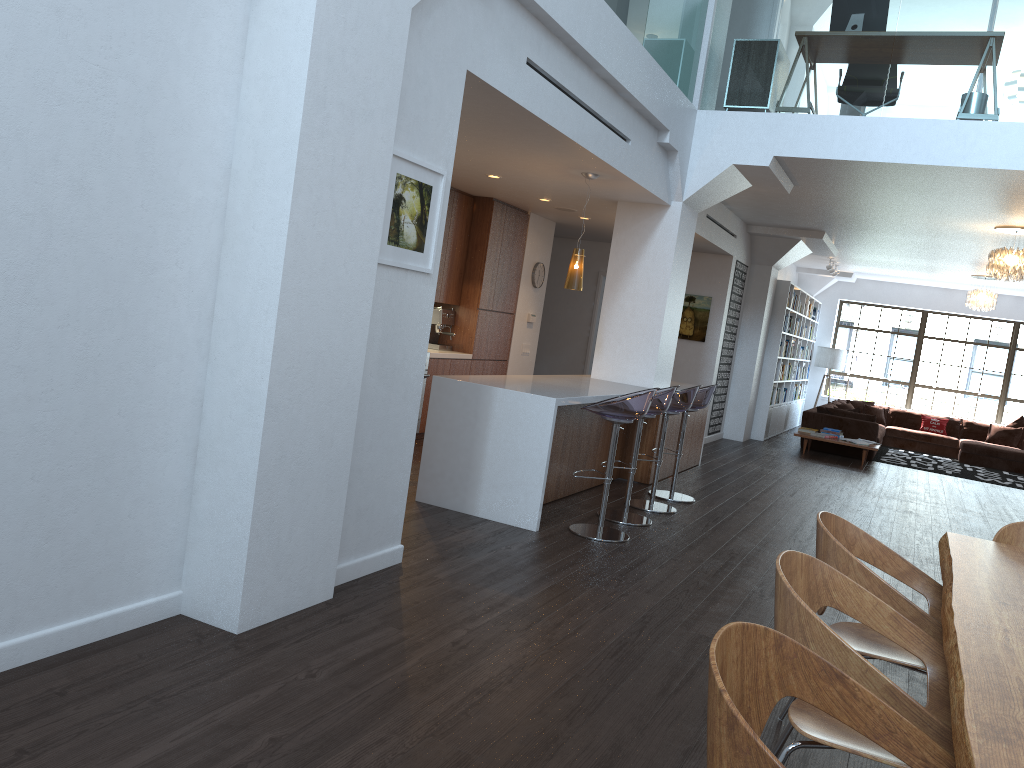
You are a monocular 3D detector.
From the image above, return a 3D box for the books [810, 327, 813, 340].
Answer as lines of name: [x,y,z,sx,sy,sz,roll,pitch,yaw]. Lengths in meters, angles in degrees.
books: [5.566,-0.967,16.757,0.183,0.253,0.034,10,5,24]

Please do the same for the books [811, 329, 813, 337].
books: [5.604,-0.951,16.821,0.161,0.223,0.026,10,5,24]

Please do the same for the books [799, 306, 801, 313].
books: [4.779,-1.272,14.899,0.128,0.178,0.022,10,5,24]

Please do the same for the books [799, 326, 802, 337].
books: [4.928,-0.918,15.366,0.139,0.191,0.036,10,5,24]

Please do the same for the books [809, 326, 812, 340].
books: [5.502,-0.962,16.587,0.183,0.253,0.034,10,5,24]

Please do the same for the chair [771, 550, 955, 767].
chair: [0.891,0.900,2.219,0.618,0.833,0.629,10,5,24]

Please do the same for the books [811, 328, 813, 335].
books: [5.581,-0.960,16.793,0.174,0.240,0.045,10,5,24]

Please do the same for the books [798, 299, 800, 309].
books: [4.680,-1.297,14.687,0.140,0.231,0.042,10,5,24]

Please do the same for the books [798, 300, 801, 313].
books: [4.696,-1.296,14.734,0.158,0.226,0.052,10,5,24]

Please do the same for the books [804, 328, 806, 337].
books: [5.223,-0.929,16.013,0.136,0.196,0.045,10,5,24]

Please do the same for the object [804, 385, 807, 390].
object: [5.523,0.043,17.181,0.316,0.088,0.410,10,5,24]

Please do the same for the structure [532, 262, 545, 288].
structure: [0.311,-1.279,10.436,0.040,0.300,0.300,10,5,24]

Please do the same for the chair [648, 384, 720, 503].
chair: [1.432,0.461,7.513,0.481,1.014,0.530,11,5,26]

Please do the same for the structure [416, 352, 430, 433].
structure: [-1.263,0.100,8.290,0.662,0.919,0.811,10,5,24]

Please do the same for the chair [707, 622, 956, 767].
chair: [0.571,0.908,1.526,0.618,0.833,0.629,10,5,24]

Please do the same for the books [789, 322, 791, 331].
books: [4.332,-0.919,14.073,0.161,0.223,0.032,10,5,24]

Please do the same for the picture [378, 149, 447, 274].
picture: [-0.466,-0.787,4.120,0.018,0.500,0.500,10,5,24]

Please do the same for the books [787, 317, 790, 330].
books: [4.241,-0.937,13.906,0.180,0.259,0.042,10,5,24]

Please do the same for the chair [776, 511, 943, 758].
chair: [1.235,0.895,2.920,0.618,0.833,0.629,10,5,22]

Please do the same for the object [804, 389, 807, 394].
object: [5.517,0.131,17.185,0.331,0.088,0.410,10,5,24]

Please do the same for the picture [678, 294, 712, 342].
picture: [2.384,-0.884,11.777,0.450,0.600,0.030,10,5,24]

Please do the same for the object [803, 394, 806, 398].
object: [5.504,0.217,17.191,0.331,0.088,0.410,10,5,24]

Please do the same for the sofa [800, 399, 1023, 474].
sofa: [6.690,0.872,14.311,3.481,0.664,4.197,10,5,24]

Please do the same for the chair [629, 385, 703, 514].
chair: [1.167,0.468,6.941,0.481,1.014,0.530,10,5,22]

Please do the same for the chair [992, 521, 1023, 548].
chair: [2.091,0.986,3.353,0.629,0.833,0.618,10,5,19]

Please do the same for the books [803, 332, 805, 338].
books: [5.193,-0.919,15.943,0.128,0.178,0.021,10,5,24]

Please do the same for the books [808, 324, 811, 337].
books: [5.399,-0.979,16.372,0.176,0.290,0.053,10,5,24]

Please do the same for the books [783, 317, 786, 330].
books: [4.041,-0.916,13.427,0.172,0.235,0.112,10,5,24]

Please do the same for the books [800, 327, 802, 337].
books: [4.957,-0.923,15.418,0.146,0.202,0.027,10,5,24]

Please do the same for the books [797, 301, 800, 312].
books: [4.646,-1.281,14.610,0.146,0.202,0.027,10,5,24]

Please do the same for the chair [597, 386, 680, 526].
chair: [0.885,0.472,6.369,0.481,1.014,0.530,10,5,22]

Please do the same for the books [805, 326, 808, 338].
books: [5.275,-0.946,16.131,0.158,0.226,0.052,10,5,24]

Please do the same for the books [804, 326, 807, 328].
books: [5.258,-0.948,16.086,0.140,0.231,0.042,10,5,24]

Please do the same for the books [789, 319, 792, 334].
books: [4.361,-0.928,14.143,0.174,0.240,0.054,10,5,24]

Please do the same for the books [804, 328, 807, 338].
books: [5.242,-0.927,16.049,0.139,0.191,0.036,10,5,24]

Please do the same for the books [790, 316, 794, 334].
books: [4.433,-0.955,14.292,0.176,0.291,0.053,10,5,24]

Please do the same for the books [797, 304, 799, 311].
books: [4.616,-1.279,14.533,0.146,0.202,0.027,10,5,24]

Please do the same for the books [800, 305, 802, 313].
books: [4.830,-1.260,14.997,0.110,0.153,0.019,10,5,24]

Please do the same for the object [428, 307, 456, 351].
object: [-0.755,-0.583,9.299,0.439,0.455,0.284,10,5,24]

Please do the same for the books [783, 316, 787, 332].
books: [4.073,-0.921,13.504,0.174,0.242,0.105,10,5,24]

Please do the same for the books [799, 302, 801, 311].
books: [4.738,-1.278,14.813,0.139,0.191,0.036,10,5,24]

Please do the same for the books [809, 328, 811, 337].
books: [5.432,-0.961,16.441,0.183,0.253,0.034,10,5,24]

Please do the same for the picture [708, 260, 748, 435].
picture: [2.984,-0.481,12.221,0.021,2.380,0.800,10,5,25]

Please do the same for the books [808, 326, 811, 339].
books: [5.415,-0.961,16.413,0.183,0.253,0.034,10,5,24]

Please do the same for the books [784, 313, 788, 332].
books: [4.117,-0.944,13.568,0.176,0.290,0.053,10,5,24]

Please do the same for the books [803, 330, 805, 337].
books: [5.176,-0.922,15.922,0.134,0.184,0.030,10,5,24]

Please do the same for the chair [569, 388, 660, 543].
chair: [0.644,0.483,5.784,0.481,1.014,0.530,11,5,26]

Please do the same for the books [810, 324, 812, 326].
books: [5.511,-0.983,16.621,0.176,0.290,0.036,10,5,24]
